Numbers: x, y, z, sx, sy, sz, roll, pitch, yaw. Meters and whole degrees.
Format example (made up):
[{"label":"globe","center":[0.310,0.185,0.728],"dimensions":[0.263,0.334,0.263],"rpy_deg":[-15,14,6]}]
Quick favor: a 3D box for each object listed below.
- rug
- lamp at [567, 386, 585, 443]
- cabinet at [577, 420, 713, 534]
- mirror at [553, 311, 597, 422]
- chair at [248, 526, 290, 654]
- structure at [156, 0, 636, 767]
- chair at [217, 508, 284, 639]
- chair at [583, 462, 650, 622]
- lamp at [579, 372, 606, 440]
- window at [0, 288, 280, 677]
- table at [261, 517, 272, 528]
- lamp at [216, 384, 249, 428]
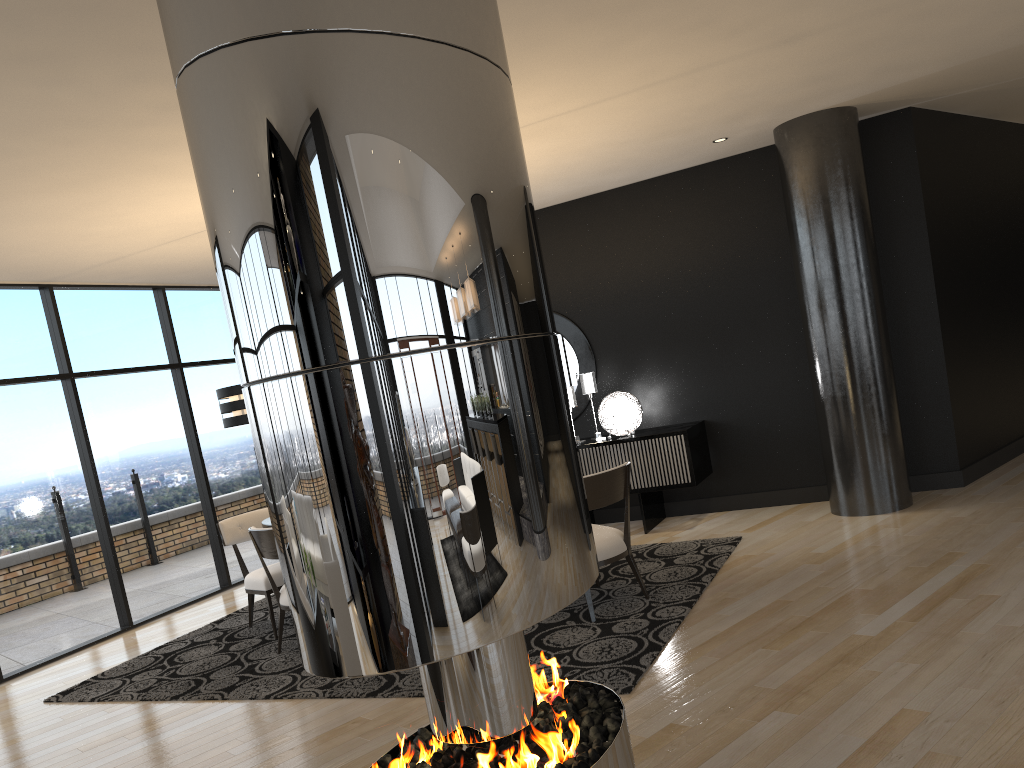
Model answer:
[{"label":"rug","center":[-0.613,1.495,5.750],"dimensions":[3.743,0.011,2.686],"rpy_deg":[-10,1,25]},{"label":"lamp","center":[0.490,0.256,7.296],"dimensions":[0.130,0.469,0.125],"rpy_deg":[-16,7,-42]},{"label":"cabinet","center":[0.509,0.880,7.420],"dimensions":[2.250,0.772,0.603],"rpy_deg":[-10,4,26]},{"label":"mirror","center":[0.223,-0.106,7.679],"dimensions":[1.082,1.086,0.025],"rpy_deg":[-9,6,26]},{"label":"chair","center":[-1.177,1.199,5.388],"dimensions":[0.646,0.812,0.608],"rpy_deg":[-8,5,35]},{"label":"structure","center":[-0.205,0.059,2.047],"dimensions":[0.590,2.763,0.880],"rpy_deg":[-7,7,35]},{"label":"chair","center":[-1.591,1.271,6.116],"dimensions":[0.635,0.812,0.619],"rpy_deg":[-14,5,-44]},{"label":"chair","center":[0.402,0.903,5.085],"dimensions":[0.636,0.812,0.618],"rpy_deg":[-13,5,-36]},{"label":"lamp","center":[0.663,0.180,7.269],"dimensions":[0.124,0.554,0.131],"rpy_deg":[-12,6,-12]},{"label":"window","center":[0.991,-1.206,0.625],"dimensions":[15.992,4.819,10.004],"rpy_deg":[-10,2,34]},{"label":"table","center":[-0.634,1.112,5.671],"dimensions":[2.118,0.775,1.195],"rpy_deg":[-10,2,27]},{"label":"lamp","center":[-1.796,-0.405,5.912],"dimensions":[0.538,1.339,0.528],"rpy_deg":[-8,6,24]}]
